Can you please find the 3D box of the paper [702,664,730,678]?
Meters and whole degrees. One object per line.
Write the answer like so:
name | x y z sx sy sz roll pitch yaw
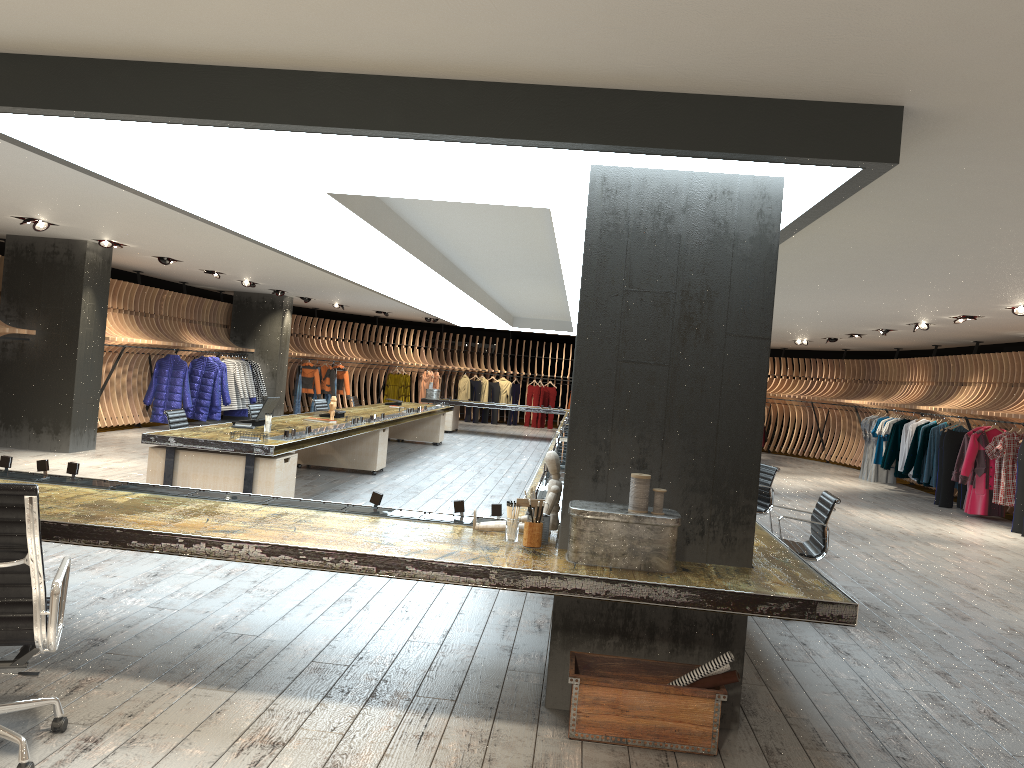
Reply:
paper | 0.654 1.351 3.866 0.624 0.290 0.041 5 0 -14

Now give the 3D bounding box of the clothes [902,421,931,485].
clothes | 7.127 1.179 15.029 0.914 1.081 0.238 5 0 9

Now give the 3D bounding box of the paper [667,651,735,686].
paper | 0.649 1.324 3.807 0.573 0.460 0.043 5 0 22

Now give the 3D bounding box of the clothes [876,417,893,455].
clothes | 7.271 1.098 16.788 0.743 0.931 0.158 5 0 9

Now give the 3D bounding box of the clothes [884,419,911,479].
clothes | 7.201 1.176 15.967 0.914 1.081 0.238 5 0 9

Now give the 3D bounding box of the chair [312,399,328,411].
chair | -2.811 0.686 13.935 0.667 0.859 0.693 5 0 1

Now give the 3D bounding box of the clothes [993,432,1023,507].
clothes | 6.863 1.163 12.007 0.759 1.030 0.179 5 0 -10

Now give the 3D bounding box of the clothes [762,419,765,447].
clothes | 6.321 1.047 22.695 0.443 1.129 0.127 5 0 -23

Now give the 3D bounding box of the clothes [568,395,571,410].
clothes | 1.797 0.444 25.550 0.201 0.881 0.839 5 0 20

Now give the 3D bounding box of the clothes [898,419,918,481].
clothes | 7.196 1.160 15.549 0.733 1.106 0.165 5 0 9

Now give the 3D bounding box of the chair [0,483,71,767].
chair | -1.967 0.821 3.200 0.665 1.023 0.699 5 0 -15

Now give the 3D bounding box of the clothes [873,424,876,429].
clothes | 7.290 1.096 17.028 0.744 0.931 0.158 5 0 29

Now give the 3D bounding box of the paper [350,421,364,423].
paper | -1.932 0.474 11.096 0.176 0.004 0.130 5 1 7

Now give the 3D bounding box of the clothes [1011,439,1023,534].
clothes | 6.817 1.406 11.503 0.539 1.353 0.087 5 0 44

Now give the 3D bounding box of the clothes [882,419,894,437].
clothes | 7.286 1.098 16.594 0.742 0.938 0.162 5 0 -1

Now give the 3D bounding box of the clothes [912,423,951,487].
clothes | 7.106 1.182 14.674 0.914 1.081 0.238 5 0 4

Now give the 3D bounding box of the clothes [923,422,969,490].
clothes | 7.089 1.156 14.360 0.715 1.088 0.256 5 0 10

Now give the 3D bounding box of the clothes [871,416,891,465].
clothes | 7.225 1.107 16.936 0.738 0.971 0.167 5 0 13

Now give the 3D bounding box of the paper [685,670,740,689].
paper | 0.610 1.349 3.845 0.724 0.365 0.047 5 0 24

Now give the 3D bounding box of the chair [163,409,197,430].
chair | -3.249 0.714 9.143 0.667 0.859 0.693 5 0 -9

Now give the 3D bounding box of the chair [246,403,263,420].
chair | -3.053 0.701 11.301 0.667 0.859 0.693 5 0 -4

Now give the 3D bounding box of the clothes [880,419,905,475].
clothes | 7.218 1.174 16.176 0.914 1.081 0.238 5 0 4

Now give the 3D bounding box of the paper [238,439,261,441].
paper | -2.298 0.488 7.742 0.176 0.004 0.130 5 1 8

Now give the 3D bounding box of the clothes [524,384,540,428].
clothes | 0.581 0.688 25.635 0.093 1.338 0.552 5 0 -40

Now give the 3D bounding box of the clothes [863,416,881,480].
clothes | 7.300 1.356 17.514 0.677 1.434 0.203 5 0 19

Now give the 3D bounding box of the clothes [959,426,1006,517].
clothes | 6.943 1.273 12.843 0.840 1.312 0.321 5 0 14

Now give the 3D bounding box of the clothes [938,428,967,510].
clothes | 7.005 1.390 13.888 0.539 1.353 0.087 5 0 9

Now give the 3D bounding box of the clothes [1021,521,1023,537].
clothes | 6.818 1.409 11.299 0.539 1.353 0.087 5 0 4

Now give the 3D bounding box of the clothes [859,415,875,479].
clothes | 7.322 1.354 17.794 0.677 1.434 0.203 5 0 19

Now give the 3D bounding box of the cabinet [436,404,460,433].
cabinet | -1.629 0.805 21.100 0.593 0.630 1.131 5 1 5

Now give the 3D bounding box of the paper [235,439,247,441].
paper | -2.312 0.489 7.738 0.176 0.003 0.130 5 1 3

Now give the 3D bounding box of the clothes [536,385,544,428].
clothes | 0.747 0.702 25.637 0.093 1.338 0.552 5 0 -25

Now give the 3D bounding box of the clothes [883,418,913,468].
clothes | 7.207 1.096 16.336 0.734 0.937 0.164 5 0 8

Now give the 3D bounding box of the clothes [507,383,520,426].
clothes | 0.055 0.635 25.599 0.087 1.353 0.539 5 0 29

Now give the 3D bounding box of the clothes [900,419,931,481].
clothes | 7.124 1.156 15.364 0.733 1.106 0.165 5 0 4

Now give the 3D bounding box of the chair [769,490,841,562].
chair | 1.997 1.198 6.426 0.667 0.859 0.693 5 0 1

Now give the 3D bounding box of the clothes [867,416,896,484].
clothes | 7.288 1.357 17.378 0.677 1.434 0.204 5 0 -11

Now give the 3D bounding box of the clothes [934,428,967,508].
clothes | 7.038 1.390 14.078 0.539 1.353 0.087 5 0 29

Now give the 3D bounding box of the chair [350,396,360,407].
chair | -2.645 0.671 16.139 0.667 0.859 0.693 5 0 -9

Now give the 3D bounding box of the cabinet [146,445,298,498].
cabinet | -2.571 0.904 7.886 1.132 0.630 0.593 5 0 5

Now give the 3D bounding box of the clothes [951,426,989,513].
clothes | 6.967 1.271 13.132 0.840 1.312 0.321 5 0 4

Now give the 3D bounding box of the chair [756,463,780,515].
chair | 2.155 1.183 8.497 0.667 0.859 0.693 5 0 -19

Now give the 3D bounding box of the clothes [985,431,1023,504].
clothes | 6.896 1.165 12.227 0.761 1.020 0.187 5 0 5

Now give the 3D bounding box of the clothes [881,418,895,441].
clothes | 7.298 1.115 16.735 0.743 0.960 0.167 5 0 -2

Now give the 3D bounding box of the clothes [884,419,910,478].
clothes | 7.215 1.176 16.053 0.914 1.081 0.238 5 0 4

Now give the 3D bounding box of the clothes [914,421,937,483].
clothes | 7.124 1.153 14.797 0.715 1.088 0.257 5 0 0

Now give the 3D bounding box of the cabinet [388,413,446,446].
cabinet | -1.926 0.830 17.410 1.132 0.630 0.593 5 0 5

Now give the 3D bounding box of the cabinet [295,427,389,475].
cabinet | -2.337 0.865 12.220 1.132 0.630 0.593 5 0 5

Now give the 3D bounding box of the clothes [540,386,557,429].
clothes | 1.035 0.727 25.629 0.552 1.338 0.093 5 0 45

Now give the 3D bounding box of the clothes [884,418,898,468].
clothes | 7.235 1.112 16.520 0.742 0.950 0.168 5 0 -12

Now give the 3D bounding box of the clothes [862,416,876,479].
clothes | 7.312 1.355 17.654 0.677 1.434 0.204 5 0 -6
